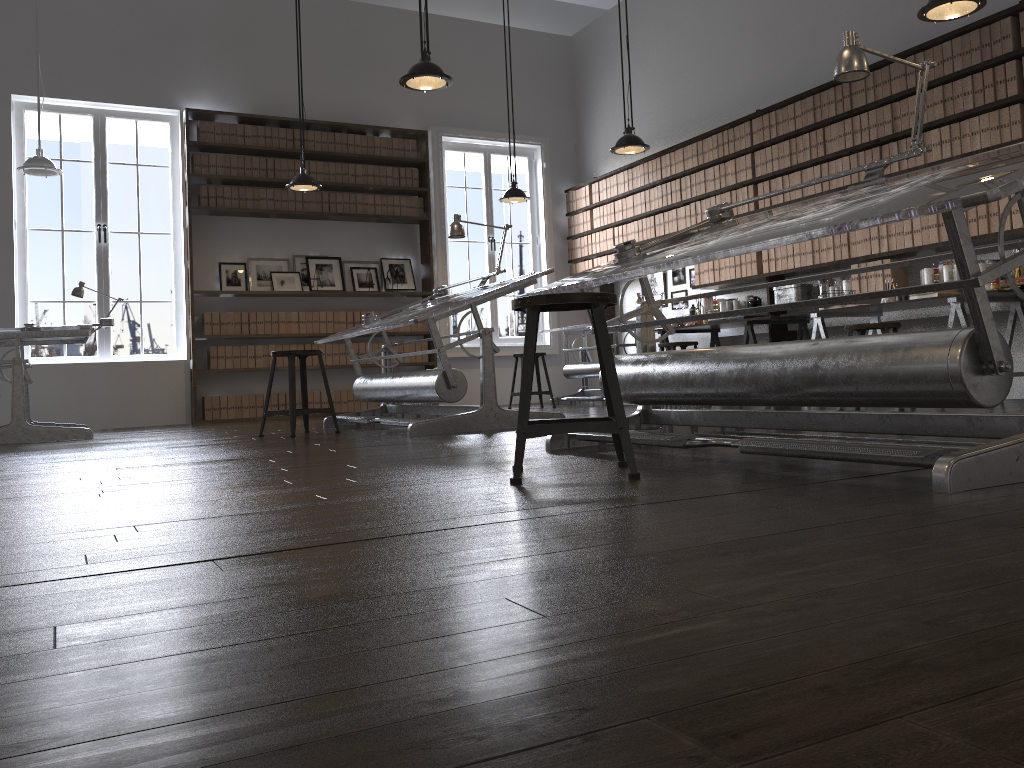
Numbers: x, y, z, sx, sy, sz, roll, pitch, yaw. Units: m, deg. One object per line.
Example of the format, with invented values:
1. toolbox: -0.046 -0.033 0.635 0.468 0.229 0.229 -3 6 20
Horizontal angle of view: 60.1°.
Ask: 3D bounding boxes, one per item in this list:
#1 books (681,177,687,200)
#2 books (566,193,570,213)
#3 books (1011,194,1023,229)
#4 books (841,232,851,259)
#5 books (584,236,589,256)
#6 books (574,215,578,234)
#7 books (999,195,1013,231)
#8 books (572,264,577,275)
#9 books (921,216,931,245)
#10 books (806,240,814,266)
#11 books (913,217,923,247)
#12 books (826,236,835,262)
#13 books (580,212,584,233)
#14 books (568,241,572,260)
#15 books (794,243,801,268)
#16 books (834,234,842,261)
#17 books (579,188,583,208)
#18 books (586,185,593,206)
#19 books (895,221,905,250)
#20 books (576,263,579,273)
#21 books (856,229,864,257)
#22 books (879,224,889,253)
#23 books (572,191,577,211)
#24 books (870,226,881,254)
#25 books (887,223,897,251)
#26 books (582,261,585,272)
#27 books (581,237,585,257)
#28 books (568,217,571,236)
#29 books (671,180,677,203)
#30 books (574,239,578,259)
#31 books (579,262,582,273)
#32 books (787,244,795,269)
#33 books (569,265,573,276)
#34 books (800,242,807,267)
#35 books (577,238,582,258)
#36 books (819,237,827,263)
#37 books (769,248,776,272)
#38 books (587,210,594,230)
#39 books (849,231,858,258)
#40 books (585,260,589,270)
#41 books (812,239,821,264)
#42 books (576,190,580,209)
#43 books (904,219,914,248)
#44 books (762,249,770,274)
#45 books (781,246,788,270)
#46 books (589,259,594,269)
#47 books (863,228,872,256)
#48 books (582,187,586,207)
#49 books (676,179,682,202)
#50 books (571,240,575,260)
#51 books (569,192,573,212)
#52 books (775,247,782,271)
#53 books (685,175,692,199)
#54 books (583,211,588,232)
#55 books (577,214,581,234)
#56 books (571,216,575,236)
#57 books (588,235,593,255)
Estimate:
1. books: 1.696 -1.840 8.388 0.174 0.226 0.066 -2 -2 -27
2. books: 0.718 -2.091 10.265 0.174 0.226 0.067 -2 -2 -27
3. books: 3.192 -1.073 5.503 0.174 0.226 0.066 -2 -3 -27
4. books: 2.578 -1.052 6.694 0.174 0.226 0.067 -2 -2 -27
5. books: 0.902 -1.545 9.934 0.174 0.226 0.067 -2 -2 -27
6. books: 0.803 -1.816 10.119 0.174 0.226 0.066 -2 -3 -27
7. books: 3.155 -1.071 5.572 0.174 0.226 0.067 -2 -2 -27
8. books: 0.789 -1.263 10.165 0.174 0.226 0.067 -2 -2 -27
9. books: 2.897 -1.063 6.081 0.174 0.226 0.066 -2 -2 -27
10. books: 2.415 -1.047 7.009 0.174 0.226 0.067 -2 -2 -27
11. books: 2.867 -1.062 6.136 0.174 0.226 0.066 -2 -2 -27
12. books: 2.512 -1.050 6.824 0.174 0.226 0.066 -2 -2 -27
13. books: 0.860 -1.818 10.003 0.174 0.226 0.067 -2 -2 -27
14. books: 0.739 -1.539 10.248 0.174 0.226 0.067 -2 -2 -27
15. books: 2.358 -1.045 7.126 0.174 0.226 0.066 -2 -3 -27
16. books: 2.548 -1.051 6.763 0.174 0.226 0.066 -2 -2 -27
17. books: 0.853 -2.095 10.015 0.174 0.226 0.066 -2 -2 -27
18. books: 0.916 -2.097 9.888 0.174 0.226 0.066 -2 -2 -27
19. books: 2.803 -1.060 6.264 0.174 0.226 0.066 -2 -2 -27
20. books: 0.827 -1.265 10.102 0.174 0.226 0.066 -2 -2 -27
21. books: 2.644 -1.054 6.572 0.174 0.226 0.066 -2 -3 -27
22. books: 2.738 -1.057 6.387 0.174 0.226 0.066 -2 -3 -27
23. books: 0.787 -2.093 10.138 0.174 0.226 0.066 -2 -3 -27
24. books: 2.702 -1.056 6.449 0.174 0.226 0.066 -2 -3 -27
25. books: 2.773 -1.059 6.326 0.174 0.226 0.066 -2 -2 -27
26. books: 0.880 -1.266 9.984 0.174 0.226 0.067 -2 -2 -27
27. books: 0.872 -1.544 10.003 0.174 0.226 0.066 -2 -3 -27
28. books: 0.740 -1.814 10.247 0.174 0.226 0.066 -2 -3 -27
29. books: 1.628 -1.838 8.521 0.174 0.226 0.066 -2 -2 -27
30. books: 0.807 -1.542 10.128 0.174 0.226 0.066 -2 -2 -27
31. books: 0.855 -1.266 10.042 0.174 0.226 0.066 -2 -3 -27
32. books: 2.324 -1.044 7.189 0.174 0.226 0.067 -2 -2 -27
33. books: 0.759 -1.262 10.234 0.174 0.226 0.066 -2 -2 -27
34. books: 2.388 -1.046 7.071 0.174 0.226 0.066 -2 -3 -27
35. books: 0.836 -1.543 10.064 0.174 0.226 0.066 -2 -3 -27
36. books: 2.483 -1.049 6.889 0.174 0.226 0.066 -2 -3 -27
37. books: 2.230 -1.040 7.376 0.174 0.226 0.066 -2 -2 -27
38. books: 0.928 -1.820 9.882 0.174 0.226 0.066 -2 -3 -27
39. books: 2.616 -1.053 6.631 0.174 0.226 0.066 -2 -2 -27
40. books: 0.913 -1.268 9.920 0.174 0.226 0.066 -2 -3 -27
41. books: 2.451 -1.048 6.952 0.174 0.226 0.066 -2 -3 -27
42. books: 0.823 -2.094 10.078 0.174 0.226 0.066 -2 -2 -27
43. books: 2.832 -1.061 6.199 0.174 0.226 0.067 -2 -2 -27
44. books: 2.193 -1.039 7.439 0.174 0.226 0.066 -2 -2 -27
45. books: 2.295 -1.043 7.253 0.174 0.226 0.066 -2 -3 -27
46. books: 0.949 -1.269 9.857 0.174 0.226 0.066 -2 -3 -27
47. books: 2.669 -1.055 6.514 0.174 0.226 0.067 -2 -2 -27
48. books: 0.881 -2.096 9.951 0.174 0.226 0.067 -2 -2 -27
49. books: 1.657 -1.839 8.452 0.174 0.226 0.067 -2 -2 -27
50. books: 0.775 -1.541 10.191 0.174 0.226 0.066 -2 -2 -27
51. books: 0.751 -2.092 10.201 0.174 0.226 0.066 -2 -3 -27
52. books: 2.265 -1.042 7.316 0.174 0.226 0.066 -2 -3 -27
53. books: 1.724 -1.841 8.323 0.174 0.226 0.066 -2 -2 -27
54. books: 0.896 -1.819 9.945 0.174 0.226 0.066 -2 -3 -27
55. books: 0.833 -1.817 10.064 0.174 0.226 0.066 -2 -3 -27
56. books: 0.768 -1.815 10.182 0.174 0.226 0.067 -2 -2 -27
57. books: 0.940 -1.546 9.870 0.174 0.226 0.066 -2 -3 -27
